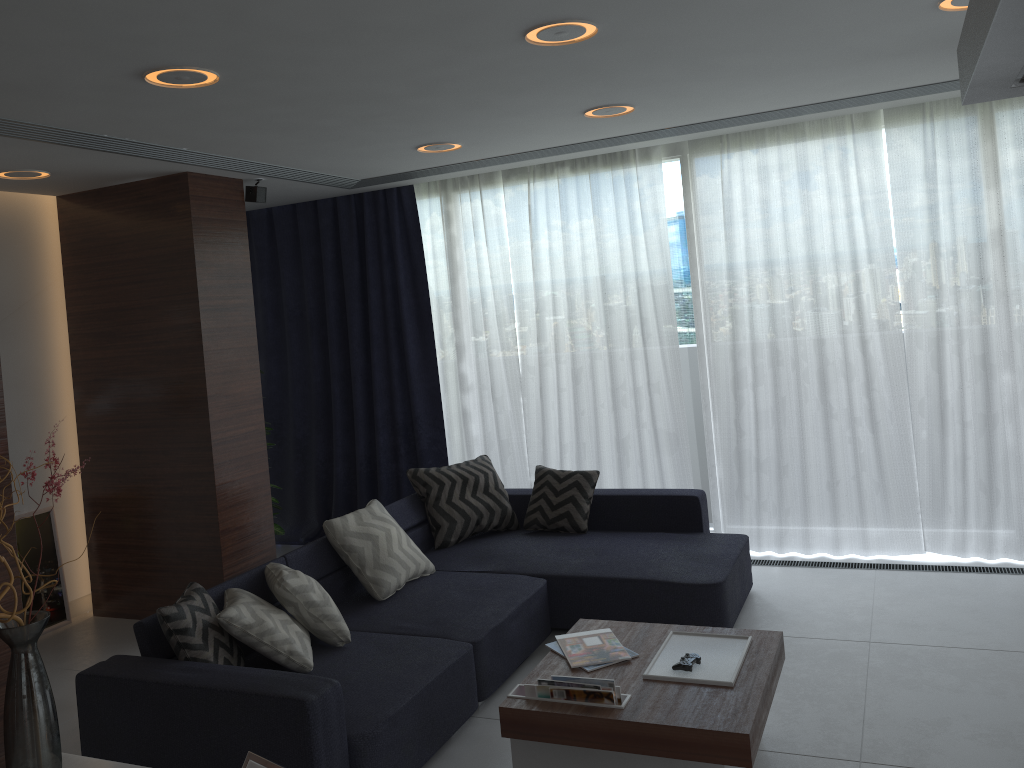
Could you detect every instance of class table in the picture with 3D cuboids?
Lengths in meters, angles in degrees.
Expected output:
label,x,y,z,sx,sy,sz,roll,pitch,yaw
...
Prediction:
label,x,y,z,sx,sy,sz,roll,pitch,yaw
table,0.494,1.147,3.078,0.803,0.352,0.805,-3,4,24

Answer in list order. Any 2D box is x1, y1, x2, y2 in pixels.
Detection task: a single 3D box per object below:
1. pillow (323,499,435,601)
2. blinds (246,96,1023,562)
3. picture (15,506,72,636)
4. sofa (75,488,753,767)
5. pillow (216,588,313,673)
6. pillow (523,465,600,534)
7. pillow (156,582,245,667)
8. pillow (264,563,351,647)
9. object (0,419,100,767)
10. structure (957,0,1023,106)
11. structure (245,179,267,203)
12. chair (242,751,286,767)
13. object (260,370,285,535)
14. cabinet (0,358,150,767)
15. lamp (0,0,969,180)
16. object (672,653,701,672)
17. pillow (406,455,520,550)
label,x,y,z,sx,sy,sz,roll,pitch,yaw
pillow,-0.655,0.813,4.374,0.342,0.387,0.497,-4,3,24
blinds,0.026,-0.023,3.081,7.116,2.769,5.832,-3,5,28
picture,-2.785,1.103,5.041,0.083,0.698,0.502,-5,1,24
sofa,-0.076,0.991,4.016,1.894,0.607,2.889,-3,5,24
pillow,-0.958,0.958,3.453,0.331,0.294,0.416,-6,3,-14
pillow,0.283,0.670,5.147,0.414,0.344,0.287,-4,2,29
pillow,-1.142,0.953,3.288,0.221,0.385,0.416,-5,3,-6
pillow,-0.870,0.919,3.724,0.281,0.351,0.418,-6,3,-23
object,-0.929,0.436,1.753,0.198,0.734,0.388,-5,1,5
structure,0.834,-0.672,0.534,1.041,0.759,0.448,-4,2,24
structure,-1.572,-1.178,5.421,0.114,0.142,0.085,-4,1,29
chair,-0.544,1.185,1.647,0.395,0.708,0.466,-4,2,42
object,-1.816,0.363,5.937,0.504,1.844,0.483,-5,0,-8
cabinet,0.178,0.256,0.950,3.326,2.550,0.789,-4,1,24
lamp,-1.142,-0.811,0.277,5.337,0.084,9.630,-4,5,10
object,0.603,0.954,3.042,0.070,0.036,0.113,-2,5,37
pillow,-0.280,0.725,5.224,0.600,0.518,0.354,-7,2,-36
